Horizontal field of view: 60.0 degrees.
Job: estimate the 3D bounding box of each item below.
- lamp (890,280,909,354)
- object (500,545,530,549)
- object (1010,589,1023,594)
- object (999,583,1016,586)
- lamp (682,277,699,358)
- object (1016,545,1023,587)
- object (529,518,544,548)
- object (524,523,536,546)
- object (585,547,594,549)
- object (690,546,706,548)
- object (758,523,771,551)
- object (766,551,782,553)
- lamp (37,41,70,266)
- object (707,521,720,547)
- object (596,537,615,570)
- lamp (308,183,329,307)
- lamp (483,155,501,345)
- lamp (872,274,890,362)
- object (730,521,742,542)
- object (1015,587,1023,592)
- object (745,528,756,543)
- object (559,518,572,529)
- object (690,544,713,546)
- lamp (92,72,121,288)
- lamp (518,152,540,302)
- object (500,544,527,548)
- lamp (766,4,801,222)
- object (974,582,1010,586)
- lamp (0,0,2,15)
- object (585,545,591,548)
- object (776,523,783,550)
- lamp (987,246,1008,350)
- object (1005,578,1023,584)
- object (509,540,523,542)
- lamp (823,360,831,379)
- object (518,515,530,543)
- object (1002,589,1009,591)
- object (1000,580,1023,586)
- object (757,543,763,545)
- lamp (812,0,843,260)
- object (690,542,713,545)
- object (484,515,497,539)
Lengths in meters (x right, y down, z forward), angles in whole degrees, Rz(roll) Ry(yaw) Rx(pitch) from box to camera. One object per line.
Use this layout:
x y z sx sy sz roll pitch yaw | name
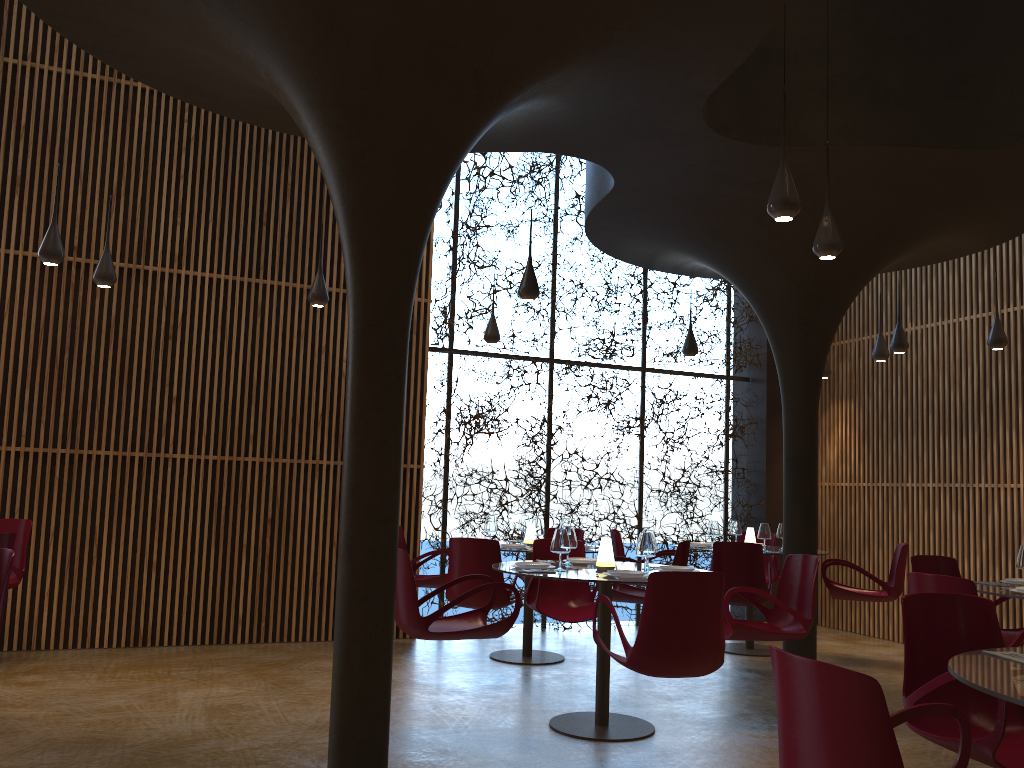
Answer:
4.331 -3.455 9.958 0.196 6.261 0.196 3 -5 -7 | lamp
0.016 1.586 8.623 0.332 0.014 0.332 4 -7 -13 | object
3.431 1.359 5.774 0.332 0.014 0.332 6 -8 -33 | object
3.741 1.453 6.450 0.411 0.012 0.205 4 -7 -20 | object
2.205 -3.434 10.731 0.196 6.261 0.196 2 -5 3 | lamp
3.637 1.287 6.254 0.142 0.294 0.142 -3 -7 39 | object
0.240 1.467 8.713 0.142 0.294 0.142 3 -6 -7 | object
0.195 1.545 9.116 0.142 0.231 0.145 -2 -7 33 | object
0.658 1.636 8.854 0.332 0.014 0.332 6 -8 -29 | object
2.039 1.819 9.916 0.262 0.017 0.127 -1 -7 23 | object
2.736 1.661 9.607 0.142 0.294 0.142 -1 -6 27 | object
2.769 1.777 9.358 0.126 0.017 0.262 -2 -8 28 | object
-3.509 -4.052 7.241 0.196 6.261 0.196 1 -5 6 | lamp
2.275 1.691 9.988 0.142 0.294 0.142 4 -6 -23 | object
0.692 1.251 6.537 0.142 0.231 0.145 0 -6 23 | object
-1.690 -3.837 8.506 0.196 6.261 0.196 -3 -7 42 | lamp
-0.121 -3.565 10.307 0.196 6.261 0.196 2 -5 3 | lamp
4.382 -3.379 10.571 0.196 6.261 0.196 6 -7 -37 | lamp
2.633 1.757 10.427 0.142 0.294 0.142 4 -6 -21 | object
3.431 1.350 5.775 0.263 0.029 0.264 4 -7 -17 | object
2.691 1.739 10.010 0.144 0.231 0.142 -3 -8 42 | object
0.549 1.521 9.070 0.142 0.294 0.142 0 -6 18 | object
2.172 1.849 10.186 0.332 0.014 0.332 8 -9 -41 | object
-3.431 -3.960 7.982 0.196 6.261 0.196 3 -6 -14 | lamp
0.251 -3.836 7.962 0.196 6.261 0.196 0 -6 23 | lamp
0.016 1.577 8.624 0.263 0.029 0.264 -2 -8 28 | object
1.704 -4.083 5.504 0.196 6.261 0.196 1 -6 13 | lamp
3.441 1.441 6.384 0.126 0.017 0.262 4 -7 -15 | object
-4.456 -4.013 7.837 0.196 6.261 0.196 3 -6 -14 | lamp
0.658 1.627 8.855 0.263 0.029 0.263 6 -8 -29 | object
3.045 1.715 9.964 0.142 0.294 0.142 2 -6 -5 | object
5.169 -3.477 9.537 0.196 6.261 0.196 3 -5 -7 | lamp
3.737 1.442 6.449 0.263 0.029 0.264 0 -7 13 | object
0.079 1.732 9.751 0.126 0.017 0.262 -1 -8 24 | object
4.274 -3.192 12.144 0.196 6.261 0.196 2 -5 3 | lamp
0.137 1.563 9.533 0.142 0.294 0.142 3 -6 -10 | object
3.429 1.361 5.778 0.204 0.012 0.411 5 -7 -21 | object
3.737 1.451 6.448 0.332 0.014 0.332 3 -7 -9 | object
2.843 1.901 10.506 0.263 0.029 0.264 -1 -7 21 | object
2.244 -3.969 6.296 0.196 6.261 0.196 1 -6 13 | lamp
2.173 1.840 10.187 0.263 0.029 0.263 7 -8 -35 | object
-0.221 1.498 9.094 0.142 0.294 0.142 4 -6 -23 | object
